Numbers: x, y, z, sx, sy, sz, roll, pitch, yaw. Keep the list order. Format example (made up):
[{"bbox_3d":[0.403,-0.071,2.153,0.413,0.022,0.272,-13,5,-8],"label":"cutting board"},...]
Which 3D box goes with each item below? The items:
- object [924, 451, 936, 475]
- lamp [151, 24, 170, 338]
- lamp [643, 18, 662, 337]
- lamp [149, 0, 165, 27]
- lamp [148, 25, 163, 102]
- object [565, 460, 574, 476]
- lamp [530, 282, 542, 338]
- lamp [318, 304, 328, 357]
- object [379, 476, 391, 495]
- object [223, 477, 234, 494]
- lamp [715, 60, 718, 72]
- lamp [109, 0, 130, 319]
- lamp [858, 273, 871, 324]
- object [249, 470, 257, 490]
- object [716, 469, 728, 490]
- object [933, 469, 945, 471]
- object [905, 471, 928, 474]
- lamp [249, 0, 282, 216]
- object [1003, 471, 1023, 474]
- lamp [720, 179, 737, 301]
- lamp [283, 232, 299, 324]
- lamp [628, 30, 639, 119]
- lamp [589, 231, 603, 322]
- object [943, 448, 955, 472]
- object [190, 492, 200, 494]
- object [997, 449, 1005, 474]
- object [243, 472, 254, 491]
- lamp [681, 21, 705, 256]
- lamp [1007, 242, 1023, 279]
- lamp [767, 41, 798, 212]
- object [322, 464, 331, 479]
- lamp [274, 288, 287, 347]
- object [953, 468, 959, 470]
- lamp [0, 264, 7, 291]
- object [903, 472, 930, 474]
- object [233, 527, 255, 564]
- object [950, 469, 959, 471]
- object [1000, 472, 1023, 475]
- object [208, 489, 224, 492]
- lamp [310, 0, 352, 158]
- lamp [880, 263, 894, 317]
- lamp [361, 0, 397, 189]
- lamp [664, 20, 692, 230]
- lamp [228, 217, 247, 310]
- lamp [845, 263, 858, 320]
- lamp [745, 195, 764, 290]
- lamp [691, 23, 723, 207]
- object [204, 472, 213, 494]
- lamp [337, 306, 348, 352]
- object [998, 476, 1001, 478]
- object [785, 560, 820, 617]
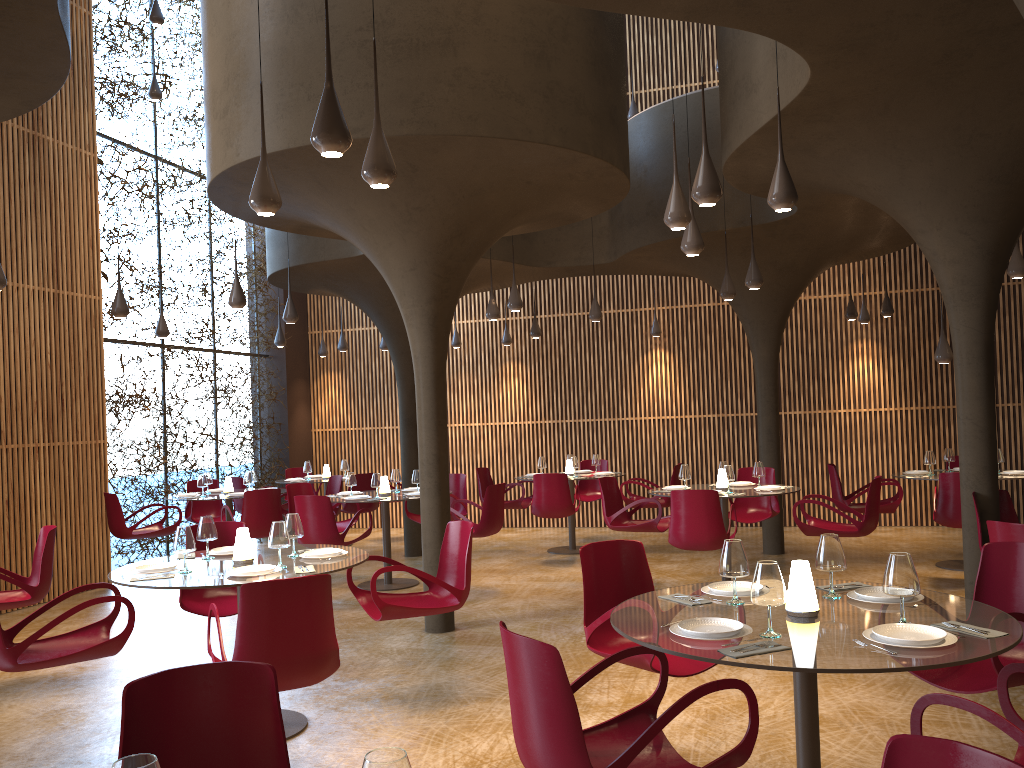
[{"bbox_3d":[5.118,0.967,10.855,0.142,0.295,0.142,-2,-1,-26],"label":"object"},{"bbox_3d":[-4.991,-3.775,12.384,0.196,6.275,0.196,-3,-1,41],"label":"lamp"},{"bbox_3d":[2.370,-3.952,15.349,0.196,6.275,0.196,-3,-1,31],"label":"lamp"},{"bbox_3d":[-4.726,-5.838,11.697,0.196,2.223,0.196,-2,-1,-39],"label":"lamp"},{"bbox_3d":[-5.033,-5.434,12.379,0.196,2.960,0.196,-2,-1,-39],"label":"lamp"},{"bbox_3d":[0.862,1.253,13.291,0.142,0.232,0.144,-2,-1,1],"label":"object"},{"bbox_3d":[0.272,-3.895,14.691,0.196,6.275,0.196,-3,-1,31],"label":"lamp"},{"bbox_3d":[-3.732,-3.654,16.989,0.196,6.275,0.196,-3,-1,41],"label":"lamp"},{"bbox_3d":[-1.590,1.267,11.076,0.142,0.232,0.144,-2,-1,-29],"label":"object"},{"bbox_3d":[-3.930,1.402,12.286,0.142,0.232,0.144,-2,-1,-19],"label":"object"},{"bbox_3d":[3.292,-6.062,14.096,0.196,2.223,0.196,-2,-1,-9],"label":"lamp"},{"bbox_3d":[-4.538,-3.879,10.029,0.196,6.275,0.196,-2,-1,-9],"label":"lamp"},{"bbox_3d":[5.590,-4.112,14.397,0.196,6.275,0.196,-3,-1,41],"label":"lamp"},{"bbox_3d":[-3.675,1.371,12.534,0.142,0.295,0.142,-2,-1,-34],"label":"object"},{"bbox_3d":[2.370,1.073,9.990,0.142,0.232,0.144,-2,-1,-9],"label":"object"},{"bbox_3d":[5.527,1.118,11.474,0.126,0.017,0.262,-4,-2,33],"label":"object"},{"bbox_3d":[5.058,1.105,11.078,0.263,0.029,0.263,-3,-2,28],"label":"object"},{"bbox_3d":[-1.612,-4.163,5.400,0.196,6.275,0.196,-2,-1,21],"label":"lamp"},{"bbox_3d":[5.962,1.048,10.497,0.263,0.029,0.263,-3,-2,11],"label":"object"},{"bbox_3d":[2.445,-4.131,10.553,0.196,6.275,0.196,-2,-1,-39],"label":"lamp"},{"bbox_3d":[-2.913,-3.898,11.221,0.196,6.275,0.196,-2,-1,-29],"label":"lamp"},{"bbox_3d":[1.875,-5.642,14.055,0.196,2.960,0.196,-2,-1,1],"label":"lamp"},{"bbox_3d":[1.050,-4.008,12.418,0.196,6.275,0.196,-3,-1,31],"label":"lamp"},{"bbox_3d":[5.539,0.965,11.237,0.142,0.295,0.142,-2,-1,-2],"label":"object"},{"bbox_3d":[-4.504,1.550,12.597,0.126,0.017,0.262,-1,-2,-28],"label":"object"},{"bbox_3d":[5.876,0.933,10.717,0.142,0.295,0.142,-2,-1,4],"label":"object"},{"bbox_3d":[-3.584,1.350,12.069,0.142,0.295,0.142,-3,-1,31],"label":"object"},{"bbox_3d":[1.381,-4.206,7.398,0.196,6.275,0.196,-2,-1,-39],"label":"lamp"},{"bbox_3d":[5.340,-4.279,9.608,0.196,6.275,0.196,-2,-1,-29],"label":"lamp"},{"bbox_3d":[1.656,-4.274,5.844,0.196,6.275,0.196,-2,-1,1],"label":"lamp"},{"bbox_3d":[-3.097,1.463,14.809,0.144,0.232,0.142,-2,-1,-9],"label":"object"},{"bbox_3d":[-3.894,-3.740,14.481,0.196,6.275,0.196,-3,-1,41],"label":"lamp"},{"bbox_3d":[5.769,1.085,11.295,0.263,0.029,0.263,-4,-3,43],"label":"object"},{"bbox_3d":[-4.661,-3.956,7.809,0.196,6.275,0.196,-3,-1,44],"label":"lamp"},{"bbox_3d":[5.058,1.115,11.078,0.332,0.014,0.332,-4,-3,44],"label":"object"},{"bbox_3d":[-1.815,1.089,5.985,0.142,0.232,0.144,-2,-1,9],"label":"object"},{"bbox_3d":[5.770,1.095,11.295,0.331,0.014,0.332,-1,-3,-38],"label":"object"},{"bbox_3d":[5.962,1.058,10.497,0.332,0.014,0.332,-2,-2,5],"label":"object"},{"bbox_3d":[-4.229,1.527,12.721,0.263,0.029,0.263,-1,-3,-37],"label":"object"},{"bbox_3d":[-0.981,-4.229,4.262,0.196,6.275,0.196,-2,-1,-39],"label":"lamp"},{"bbox_3d":[5.528,-4.148,13.373,0.196,6.275,0.196,-3,-1,31],"label":"lamp"},{"bbox_3d":[-0.842,-4.212,4.864,0.196,6.275,0.196,-2,-1,21],"label":"lamp"},{"bbox_3d":[1.054,-4.233,6.306,0.196,6.275,0.196,-3,-1,41],"label":"lamp"},{"bbox_3d":[-3.098,-3.949,9.646,0.196,6.275,0.196,-2,-1,-29],"label":"lamp"},{"bbox_3d":[5.108,-4.120,13.677,0.196,6.275,0.196,-3,-1,31],"label":"lamp"},{"bbox_3d":[2.510,-4.167,9.653,0.196,6.275,0.196,-2,-1,-39],"label":"lamp"},{"bbox_3d":[1.109,-4.261,5.608,0.196,6.275,0.196,-2,-1,1],"label":"lamp"},{"bbox_3d":[-4.294,1.394,12.497,0.142,0.295,0.142,-3,-1,28],"label":"object"},{"bbox_3d":[-3.151,-3.716,15.917,0.196,6.275,0.196,-3,-1,41],"label":"lamp"},{"bbox_3d":[5.523,1.070,10.168,0.126,0.017,0.262,-4,-3,37],"label":"object"},{"bbox_3d":[1.267,0.891,3.880,0.142,0.232,0.144,-2,-1,-24],"label":"object"}]
